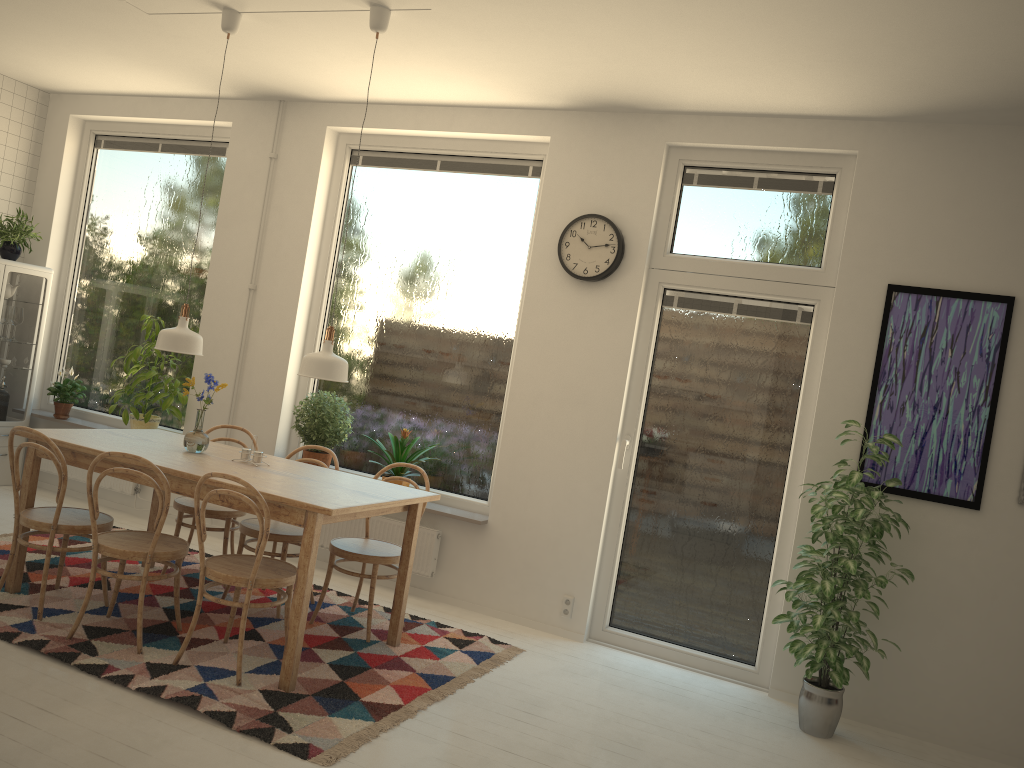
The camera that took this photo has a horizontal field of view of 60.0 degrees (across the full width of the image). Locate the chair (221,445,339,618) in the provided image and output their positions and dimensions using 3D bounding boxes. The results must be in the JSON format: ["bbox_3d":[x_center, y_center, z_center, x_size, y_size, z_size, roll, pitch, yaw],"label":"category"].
[{"bbox_3d":[-1.171,0.726,4.573,0.385,0.810,0.483,9,1,21],"label":"chair"}]

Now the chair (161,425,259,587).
[{"bbox_3d":[-1.640,0.645,4.879,0.385,0.810,0.483,9,1,-4],"label":"chair"}]

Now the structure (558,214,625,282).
[{"bbox_3d":[0.432,-0.750,4.886,0.371,0.371,0.074,10,1,23],"label":"structure"}]

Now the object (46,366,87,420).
[{"bbox_3d":[-3.374,-0.376,6.133,0.261,1.208,0.942,10,1,39],"label":"object"}]

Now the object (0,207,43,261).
[{"bbox_3d":[-3.551,-1.065,6.283,0.373,0.385,0.371,10,1,42],"label":"object"}]

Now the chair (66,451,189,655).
[{"bbox_3d":[-1.589,0.670,3.751,0.385,0.810,0.483,9,1,6],"label":"chair"}]

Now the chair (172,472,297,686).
[{"bbox_3d":[-1.097,0.752,3.636,0.385,0.810,0.483,9,1,21],"label":"chair"}]

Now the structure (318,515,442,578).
[{"bbox_3d":[-0.886,0.905,5.338,1.029,0.279,0.113,10,1,23],"label":"structure"}]

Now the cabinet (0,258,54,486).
[{"bbox_3d":[-3.776,-0.100,6.167,0.453,1.592,0.789,9,1,23],"label":"cabinet"}]

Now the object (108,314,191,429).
[{"bbox_3d":[-2.449,-0.039,6.041,0.615,0.841,0.485,9,1,3],"label":"object"}]

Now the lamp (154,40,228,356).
[{"bbox_3d":[-1.501,-0.943,4.329,0.229,1.595,0.230,9,0,-21],"label":"lamp"}]

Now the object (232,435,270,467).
[{"bbox_3d":[-1.234,0.311,4.228,0.155,0.138,0.095,10,1,24],"label":"object"}]

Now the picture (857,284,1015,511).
[{"bbox_3d":[1.991,0.050,4.196,0.546,0.999,0.018,9,0,23],"label":"picture"}]

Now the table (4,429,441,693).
[{"bbox_3d":[-1.387,0.736,4.170,1.798,0.749,0.894,10,1,23],"label":"table"}]

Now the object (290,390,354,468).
[{"bbox_3d":[-1.197,0.315,5.523,0.395,0.561,0.383,9,1,22],"label":"object"}]

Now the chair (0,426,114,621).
[{"bbox_3d":[-2.037,0.594,3.984,0.386,0.810,0.483,9,1,26],"label":"chair"}]

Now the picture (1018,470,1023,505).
[{"bbox_3d":[2.608,0.157,3.925,0.525,0.869,0.020,9,0,23],"label":"picture"}]

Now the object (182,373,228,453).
[{"bbox_3d":[-1.502,0.140,4.293,0.206,0.388,0.145,9,0,-15],"label":"object"}]

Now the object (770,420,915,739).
[{"bbox_3d":[1.498,0.876,4.037,0.568,1.424,0.514,9,1,-24],"label":"object"}]

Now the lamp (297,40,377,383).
[{"bbox_3d":[-0.723,-0.811,3.987,0.229,1.595,0.230,9,1,-32],"label":"lamp"}]

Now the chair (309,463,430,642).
[{"bbox_3d":[-0.687,0.807,4.443,0.386,0.810,0.483,9,1,26],"label":"chair"}]

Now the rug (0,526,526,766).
[{"bbox_3d":[-1.625,1.070,4.317,3.026,0.035,1.748,10,1,23],"label":"rug"}]

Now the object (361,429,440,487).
[{"bbox_3d":[-0.658,0.475,5.272,0.487,0.425,0.417,10,1,30],"label":"object"}]

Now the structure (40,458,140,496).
[{"bbox_3d":[-3.001,0.546,6.266,1.016,0.276,0.113,10,1,23],"label":"structure"}]
